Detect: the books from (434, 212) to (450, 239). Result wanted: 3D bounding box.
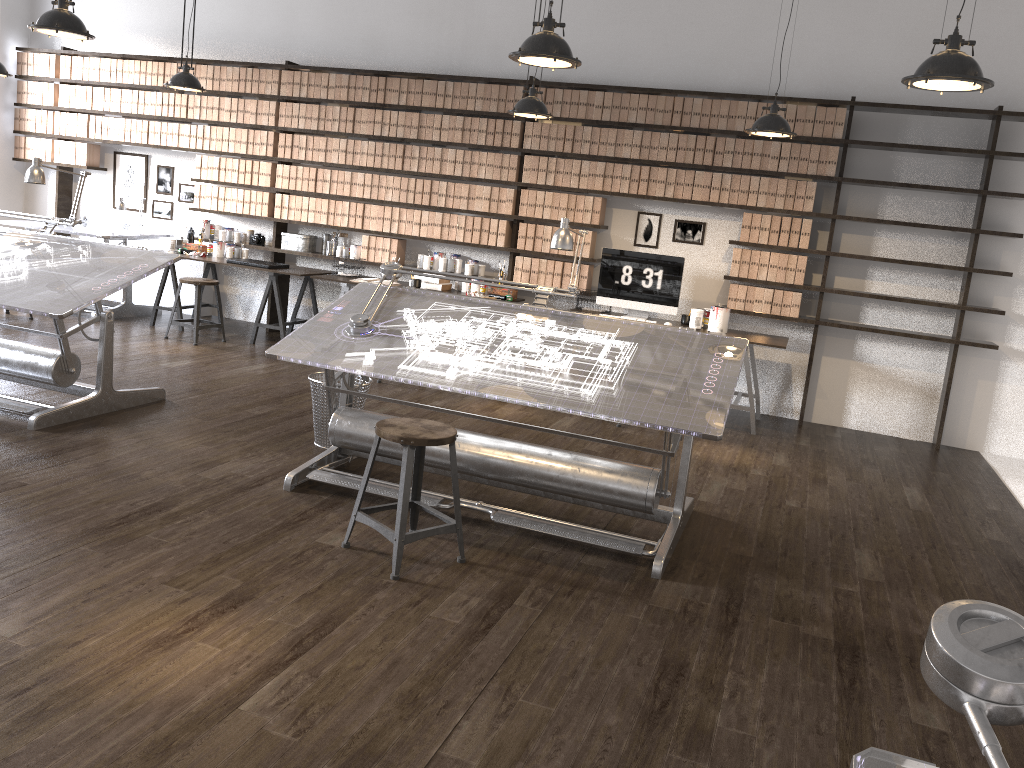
[{"bbox_3d":[-0.605,-1.368,7.667,0.067,0.224,0.175,9,10,18],"label":"books"}]

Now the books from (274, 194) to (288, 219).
[{"bbox_3d":[-2.107,-1.636,8.161,0.067,0.224,0.175,9,10,18],"label":"books"}]

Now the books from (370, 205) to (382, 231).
[{"bbox_3d":[-1.186,-1.473,7.862,0.067,0.224,0.175,9,10,18],"label":"books"}]

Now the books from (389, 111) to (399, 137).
[{"bbox_3d":[-0.992,-2.250,7.709,0.067,0.224,0.175,9,10,18],"label":"books"}]

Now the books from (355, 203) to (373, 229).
[{"bbox_3d":[-1.318,-1.496,7.902,0.067,0.224,0.175,9,10,18],"label":"books"}]

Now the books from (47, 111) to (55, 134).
[{"bbox_3d":[-4.585,-2.624,8.925,0.067,0.224,0.175,9,10,18],"label":"books"}]

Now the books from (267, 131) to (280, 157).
[{"bbox_3d":[-2.167,-2.193,8.130,0.067,0.224,0.175,9,10,18],"label":"books"}]

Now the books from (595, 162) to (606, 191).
[{"bbox_3d":[0.733,-1.675,7.168,0.067,0.224,0.175,9,10,18],"label":"books"}]

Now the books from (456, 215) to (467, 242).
[{"bbox_3d":[-0.408,-1.334,7.604,0.067,0.224,0.175,9,10,18],"label":"books"}]

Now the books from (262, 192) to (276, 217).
[{"bbox_3d":[-2.231,-1.658,8.203,0.067,0.224,0.175,9,10,18],"label":"books"}]

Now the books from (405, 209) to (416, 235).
[{"bbox_3d":[-0.859,-1.415,7.756,0.067,0.224,0.175,9,10,18],"label":"books"}]

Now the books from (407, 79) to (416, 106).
[{"bbox_3d":[-0.833,-2.499,7.633,0.067,0.224,0.175,9,10,18],"label":"books"}]

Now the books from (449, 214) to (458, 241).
[{"bbox_3d":[-0.473,-1.346,7.630,0.067,0.224,0.175,9,10,18],"label":"books"}]

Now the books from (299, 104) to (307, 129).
[{"bbox_3d":[-1.843,-2.402,7.991,0.067,0.224,0.175,9,10,18],"label":"books"}]

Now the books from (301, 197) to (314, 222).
[{"bbox_3d":[-1.841,-1.589,8.075,0.067,0.224,0.175,9,10,18],"label":"books"}]

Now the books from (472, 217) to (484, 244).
[{"bbox_3d":[-0.271,-1.309,7.558,0.067,0.224,0.175,9,10,18],"label":"books"}]

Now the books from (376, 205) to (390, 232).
[{"bbox_3d":[-1.128,-1.461,7.838,0.067,0.224,0.175,9,10,18],"label":"books"}]

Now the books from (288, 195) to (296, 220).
[{"bbox_3d":[-1.971,-1.613,8.124,0.067,0.224,0.175,9,10,18],"label":"books"}]

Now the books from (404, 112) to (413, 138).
[{"bbox_3d":[-0.864,-2.228,7.670,0.067,0.224,0.175,9,10,18],"label":"books"}]

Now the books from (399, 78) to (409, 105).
[{"bbox_3d":[-0.899,-2.510,7.651,0.067,0.224,0.175,9,10,18],"label":"books"}]

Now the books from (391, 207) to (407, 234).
[{"bbox_3d":[-0.991,-1.438,7.797,0.067,0.224,0.175,9,10,18],"label":"books"}]

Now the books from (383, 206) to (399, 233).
[{"bbox_3d":[-1.060,-1.449,7.816,0.067,0.224,0.175,9,10,18],"label":"books"}]

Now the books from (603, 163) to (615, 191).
[{"bbox_3d":[0.798,-1.665,7.153,0.067,0.224,0.175,9,10,18],"label":"books"}]

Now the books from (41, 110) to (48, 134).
[{"bbox_3d":[-4.656,-2.635,8.943,0.067,0.224,0.175,9,10,18],"label":"books"}]

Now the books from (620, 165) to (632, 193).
[{"bbox_3d":[0.930,-1.640,7.105,0.067,0.224,0.175,9,10,18],"label":"books"}]

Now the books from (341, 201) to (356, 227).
[{"bbox_3d":[-1.455,-1.520,7.948,0.067,0.224,0.175,9,10,18],"label":"books"}]

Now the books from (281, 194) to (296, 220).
[{"bbox_3d":[-2.037,-1.624,8.142,0.067,0.224,0.175,9,10,18],"label":"books"}]

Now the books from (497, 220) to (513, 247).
[{"bbox_3d":[-0.056,-1.271,7.490,0.067,0.224,0.175,9,10,18],"label":"books"}]

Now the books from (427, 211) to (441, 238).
[{"bbox_3d":[-0.666,-1.380,7.692,0.067,0.224,0.175,9,10,18],"label":"books"}]

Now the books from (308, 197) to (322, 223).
[{"bbox_3d":[-1.772,-1.577,8.054,0.067,0.224,0.175,9,10,18],"label":"books"}]

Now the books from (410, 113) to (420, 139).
[{"bbox_3d":[-0.803,-2.216,7.645,0.067,0.224,0.175,9,10,18],"label":"books"}]

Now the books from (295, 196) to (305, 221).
[{"bbox_3d":[-1.906,-1.601,8.100,0.067,0.224,0.175,9,10,18],"label":"books"}]

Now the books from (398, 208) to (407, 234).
[{"bbox_3d":[-0.924,-1.427,7.779,0.067,0.224,0.175,9,10,18],"label":"books"}]

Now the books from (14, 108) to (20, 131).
[{"bbox_3d":[-4.990,-2.694,9.052,0.067,0.224,0.175,9,10,18],"label":"books"}]

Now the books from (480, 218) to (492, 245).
[{"bbox_3d":[-0.199,-1.298,7.540,0.067,0.224,0.175,9,10,18],"label":"books"}]

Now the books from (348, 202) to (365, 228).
[{"bbox_3d":[-1.386,-1.509,7.931,0.067,0.224,0.175,9,10,18],"label":"books"}]

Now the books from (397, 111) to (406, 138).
[{"bbox_3d":[-0.923,-2.238,7.688,0.067,0.224,0.175,9,10,18],"label":"books"}]

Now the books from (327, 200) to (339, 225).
[{"bbox_3d":[-1.586,-1.544,7.996,0.067,0.224,0.175,9,10,18],"label":"books"}]

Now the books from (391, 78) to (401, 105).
[{"bbox_3d":[-0.968,-2.522,7.670,0.067,0.224,0.175,9,10,18],"label":"books"}]

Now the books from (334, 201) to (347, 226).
[{"bbox_3d":[-1.520,-1.532,7.974,0.067,0.224,0.175,9,10,18],"label":"books"}]

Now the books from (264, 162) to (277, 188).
[{"bbox_3d":[-2.198,-1.921,8.162,0.067,0.224,0.175,9,10,18],"label":"books"}]

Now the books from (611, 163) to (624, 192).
[{"bbox_3d":[0.865,-1.653,7.131,0.067,0.224,0.175,9,10,18],"label":"books"}]

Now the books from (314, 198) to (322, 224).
[{"bbox_3d":[-1.713,-1.567,8.036,0.067,0.224,0.175,9,10,18],"label":"books"}]

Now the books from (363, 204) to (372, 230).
[{"bbox_3d":[-1.246,-1.484,7.885,0.067,0.224,0.175,9,10,18],"label":"books"}]

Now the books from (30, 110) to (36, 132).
[{"bbox_3d":[-4.793,-2.660,8.989,0.067,0.224,0.175,9,10,18],"label":"books"}]

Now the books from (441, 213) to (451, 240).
[{"bbox_3d":[-0.539,-1.358,7.652,0.067,0.224,0.175,9,10,18],"label":"books"}]

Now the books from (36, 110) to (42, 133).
[{"bbox_3d":[-4.725,-2.649,8.971,0.067,0.224,0.175,9,10,18],"label":"books"}]

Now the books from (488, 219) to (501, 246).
[{"bbox_3d":[-0.130,-1.284,7.512,0.067,0.224,0.175,9,10,18],"label":"books"}]

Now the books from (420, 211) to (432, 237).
[{"bbox_3d":[-0.725,-1.390,7.710,0.067,0.224,0.175,9,10,18],"label":"books"}]

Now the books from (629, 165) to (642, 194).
[{"bbox_3d":[0.999,-1.629,7.088,0.067,0.224,0.175,9,10,18],"label":"books"}]

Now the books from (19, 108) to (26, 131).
[{"bbox_3d":[-4.925,-2.684,9.036,0.067,0.224,0.175,9,10,18],"label":"books"}]

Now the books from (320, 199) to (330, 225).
[{"bbox_3d":[-1.652,-1.555,8.011,0.067,0.224,0.175,9,10,18],"label":"books"}]

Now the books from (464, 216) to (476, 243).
[{"bbox_3d":[-0.339,-1.322,7.586,0.067,0.224,0.175,9,10,18],"label":"books"}]

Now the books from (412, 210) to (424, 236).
[{"bbox_3d":[-0.794,-1.402,7.730,0.067,0.224,0.175,9,10,18],"label":"books"}]

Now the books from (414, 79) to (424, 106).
[{"bbox_3d":[-0.768,-2.487,7.610,0.067,0.224,0.175,9,10,18],"label":"books"}]
